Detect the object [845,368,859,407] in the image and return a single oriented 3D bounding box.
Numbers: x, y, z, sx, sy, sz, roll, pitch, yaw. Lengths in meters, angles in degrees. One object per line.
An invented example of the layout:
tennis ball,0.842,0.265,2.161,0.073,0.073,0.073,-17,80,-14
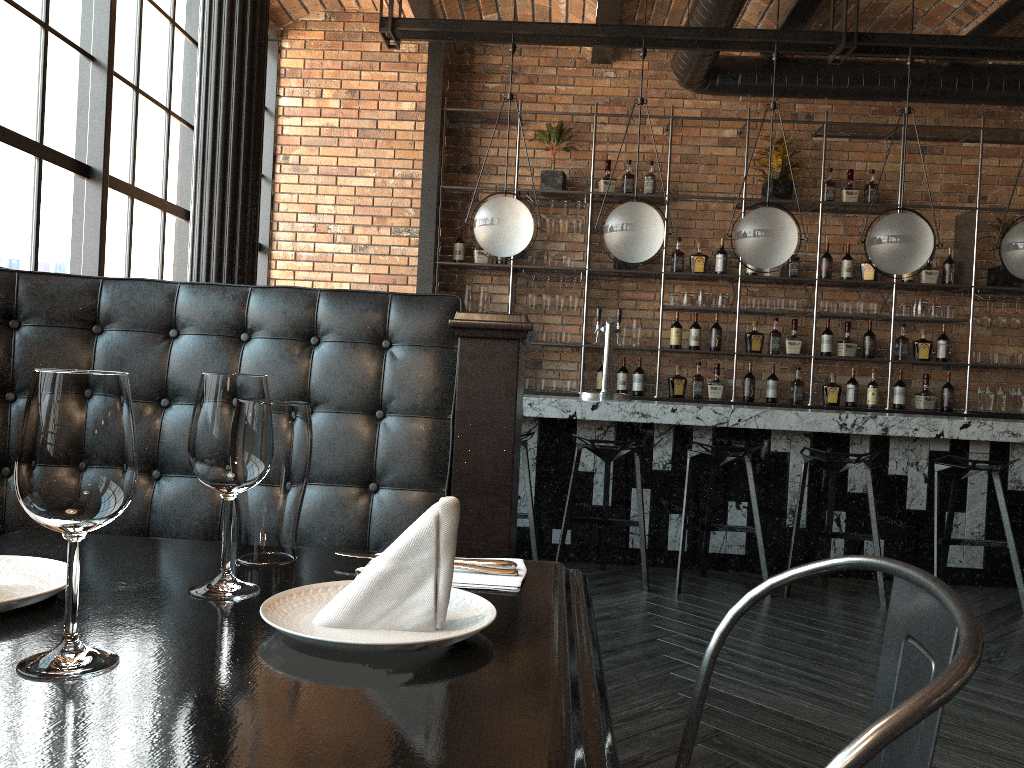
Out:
object,2.572,0.026,6.701,0.086,0.298,0.086,2,1,-38

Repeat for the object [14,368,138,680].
object,-0.362,0.111,0.736,0.092,0.244,0.092,2,1,-37

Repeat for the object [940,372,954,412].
object,3.271,0.060,6.658,0.086,0.299,0.086,2,1,-38

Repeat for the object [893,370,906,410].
object,2.921,0.042,6.679,0.086,0.298,0.086,2,1,-38

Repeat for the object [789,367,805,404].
object,2.158,0.012,6.707,0.083,0.282,0.083,3,1,-12

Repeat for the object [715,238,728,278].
object,1.593,-0.960,6.739,0.086,0.298,0.086,2,1,-38

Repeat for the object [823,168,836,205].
object,2.389,-1.486,6.683,0.083,0.282,0.083,3,1,3

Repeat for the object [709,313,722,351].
object,1.550,-0.391,6.735,0.086,0.297,0.086,2,1,-38

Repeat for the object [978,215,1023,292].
object,3.712,-0.981,6.590,0.374,0.560,0.398,3,1,-25

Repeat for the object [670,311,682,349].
object,1.253,-0.406,6.752,0.086,0.299,0.086,2,1,-38

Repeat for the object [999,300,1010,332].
object,3.727,-0.516,6.702,0.092,0.244,0.092,3,1,42

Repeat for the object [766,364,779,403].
object,1.976,-0.006,6.723,0.086,0.298,0.086,2,1,-38

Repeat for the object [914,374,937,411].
object,3.101,0.062,6.649,0.123,0.279,0.123,3,1,-9

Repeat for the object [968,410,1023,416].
object,3.643,0.220,6.584,0.437,0.019,0.273,3,1,3

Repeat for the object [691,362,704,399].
object,1.413,-0.026,6.742,0.083,0.282,0.083,3,1,3

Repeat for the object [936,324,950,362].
object,3.241,-0.304,6.667,0.086,0.298,0.086,2,1,-38

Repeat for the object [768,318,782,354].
object,1.991,-0.361,6.712,0.083,0.282,0.083,3,1,3

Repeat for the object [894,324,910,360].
object,2.933,-0.313,6.668,0.083,0.282,0.083,3,1,-12

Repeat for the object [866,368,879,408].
object,2.717,0.034,6.681,0.080,0.299,0.080,3,1,5

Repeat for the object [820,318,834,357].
object,2.383,-0.349,6.701,0.086,0.298,0.086,2,1,-38

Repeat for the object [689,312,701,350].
object,1.400,-0.400,6.771,0.086,0.298,0.086,2,1,-38

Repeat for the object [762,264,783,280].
object,1.966,-0.931,6.694,0.123,0.279,0.123,3,1,-9

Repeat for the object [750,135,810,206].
object,2.008,-1.627,6.737,0.425,0.526,0.430,3,1,5

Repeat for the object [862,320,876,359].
object,2.692,-0.334,6.682,0.086,0.299,0.086,2,1,-38

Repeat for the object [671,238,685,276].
object,1.261,-0.970,6.741,0.083,0.282,0.083,3,1,-12

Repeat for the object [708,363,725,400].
object,1.551,-0.017,6.722,0.123,0.279,0.123,3,1,16

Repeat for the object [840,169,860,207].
object,2.545,-1.475,6.677,0.123,0.279,0.123,3,1,6

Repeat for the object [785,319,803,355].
object,2.128,-0.351,6.692,0.123,0.279,0.123,3,1,16

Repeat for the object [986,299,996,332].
object,3.628,-0.521,6.707,0.092,0.244,0.092,3,1,42

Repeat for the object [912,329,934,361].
object,3.085,-0.287,6.660,0.151,0.248,0.094,3,1,12

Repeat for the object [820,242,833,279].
object,2.373,-0.921,6.692,0.086,0.299,0.086,2,1,-38

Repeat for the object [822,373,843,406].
object,2.417,0.043,6.694,0.151,0.248,0.094,3,1,12

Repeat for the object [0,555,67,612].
object,-0.572,0.157,0.912,0.232,0.139,0.232,3,1,-3

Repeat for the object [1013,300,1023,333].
object,3.831,-0.510,6.697,0.092,0.244,0.092,3,1,42

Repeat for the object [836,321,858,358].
object,2.522,-0.331,6.673,0.123,0.279,0.123,3,1,-9

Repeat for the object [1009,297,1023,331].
object,3.719,-0.514,6.537,0.092,0.244,0.092,3,1,42

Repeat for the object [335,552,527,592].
object,-0.109,0.233,1.143,0.255,0.019,0.157,3,1,3

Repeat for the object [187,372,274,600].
object,-0.317,0.110,0.995,0.092,0.244,0.092,2,1,-37

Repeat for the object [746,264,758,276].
object,1.827,-0.949,6.722,0.086,0.298,0.086,2,1,-38

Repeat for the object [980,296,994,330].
object,3.511,-0.525,6.547,0.092,0.244,0.092,3,1,42

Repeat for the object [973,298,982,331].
object,3.519,-0.526,6.712,0.092,0.244,0.092,3,1,42

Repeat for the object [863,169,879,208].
object,2.702,-1.470,6.669,0.083,0.282,0.083,3,1,-12

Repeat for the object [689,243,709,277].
object,1.420,-0.943,6.733,0.151,0.248,0.094,3,1,6

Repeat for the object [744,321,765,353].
object,1.836,-0.351,6.718,0.151,0.248,0.094,3,1,-8

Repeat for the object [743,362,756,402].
object,1.794,-0.015,6.699,0.086,0.297,0.086,3,1,37

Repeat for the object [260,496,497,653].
object,-0.129,0.180,0.886,0.232,0.139,0.232,3,1,0

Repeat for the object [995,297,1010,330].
object,3.621,-0.519,6.542,0.092,0.244,0.092,3,1,42

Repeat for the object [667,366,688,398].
object,1.258,-0.016,6.749,0.151,0.248,0.094,3,1,-8
